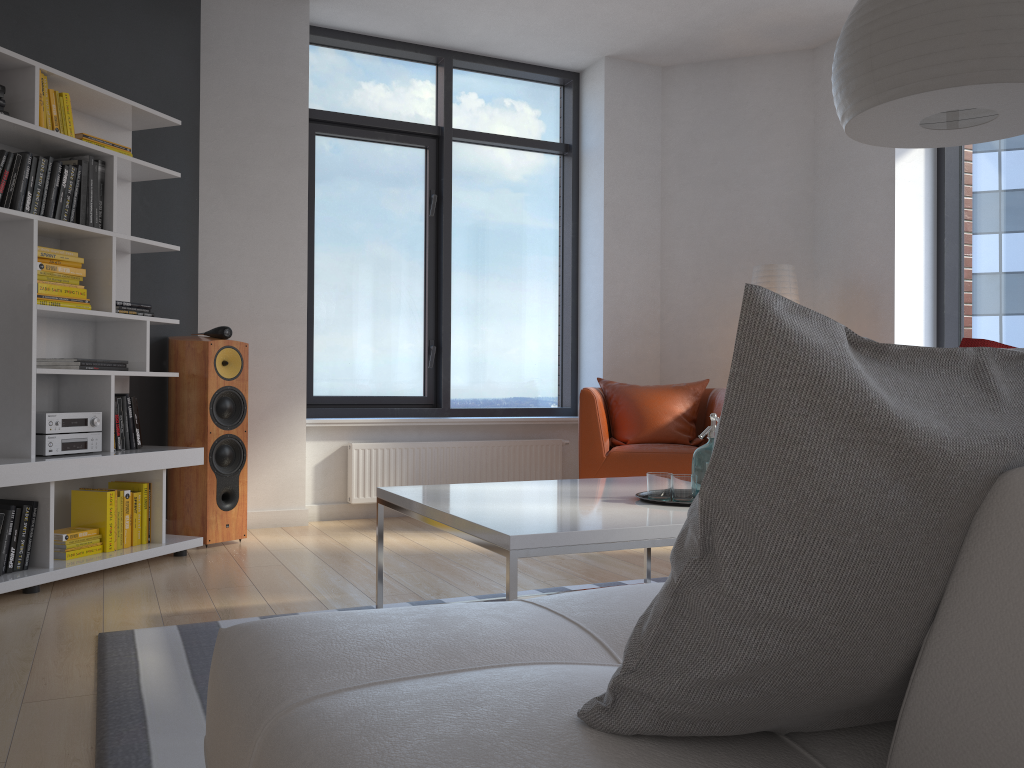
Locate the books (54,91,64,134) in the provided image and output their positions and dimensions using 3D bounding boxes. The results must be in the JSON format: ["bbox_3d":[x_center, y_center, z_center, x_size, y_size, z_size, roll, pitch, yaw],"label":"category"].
[{"bbox_3d":[-1.897,-1.100,3.627,0.128,0.178,0.044,0,0,20],"label":"books"}]

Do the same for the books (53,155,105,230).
[{"bbox_3d":[-1.901,-0.813,3.831,0.259,0.321,0.128,0,0,20],"label":"books"}]

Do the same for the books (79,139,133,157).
[{"bbox_3d":[-1.843,-1.022,3.900,0.194,0.028,0.257,0,0,25],"label":"books"}]

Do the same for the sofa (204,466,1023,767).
[{"bbox_3d":[1.043,0.432,2.143,3.424,0.732,2.614,1,0,-25],"label":"sofa"}]

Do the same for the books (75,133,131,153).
[{"bbox_3d":[-1.852,-1.048,3.900,0.203,0.024,0.257,0,0,23],"label":"books"}]

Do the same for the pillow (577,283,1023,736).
[{"bbox_3d":[1.243,0.157,1.699,2.953,0.453,0.647,1,-1,-37],"label":"pillow"}]

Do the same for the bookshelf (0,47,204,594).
[{"bbox_3d":[-2.178,-0.243,2.841,0.455,2.052,3.000,0,0,20],"label":"bookshelf"}]

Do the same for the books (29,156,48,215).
[{"bbox_3d":[-1.972,-0.786,3.565,0.191,0.249,0.084,0,0,20],"label":"books"}]

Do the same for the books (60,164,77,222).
[{"bbox_3d":[-1.920,-0.784,3.698,0.191,0.249,0.084,0,0,20],"label":"books"}]

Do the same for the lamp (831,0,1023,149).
[{"bbox_3d":[2.404,-0.517,2.023,3.199,2.647,0.710,0,0,11],"label":"lamp"}]

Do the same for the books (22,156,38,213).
[{"bbox_3d":[-1.981,-0.781,3.528,0.179,0.243,0.068,0,0,19],"label":"books"}]

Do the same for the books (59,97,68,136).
[{"bbox_3d":[-1.880,-1.090,3.640,0.108,0.161,0.046,0,0,19],"label":"books"}]

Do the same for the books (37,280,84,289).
[{"bbox_3d":[-1.962,-0.413,3.710,0.189,0.014,0.251,0,0,24],"label":"books"}]

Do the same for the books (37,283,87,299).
[{"bbox_3d":[-1.948,-0.384,3.707,0.189,0.042,0.243,0,0,20],"label":"books"}]

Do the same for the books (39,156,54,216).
[{"bbox_3d":[-1.961,-0.790,3.597,0.197,0.260,0.066,0,0,20],"label":"books"}]

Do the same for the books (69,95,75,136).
[{"bbox_3d":[-1.885,-1.103,3.692,0.142,0.184,0.044,0,0,21],"label":"books"}]

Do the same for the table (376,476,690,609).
[{"bbox_3d":[0.263,0.569,2.734,1.091,0.435,1.091,1,0,-25],"label":"table"}]

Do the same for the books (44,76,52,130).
[{"bbox_3d":[-1.942,-1.124,3.589,0.164,0.224,0.054,0,0,20],"label":"books"}]

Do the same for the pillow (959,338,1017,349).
[{"bbox_3d":[1.469,0.186,1.438,2.250,0.449,0.575,1,-1,-27],"label":"pillow"}]

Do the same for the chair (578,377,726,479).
[{"bbox_3d":[0.848,0.389,5.172,0.896,0.858,0.843,0,0,8],"label":"chair"}]

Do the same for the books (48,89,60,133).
[{"bbox_3d":[-1.911,-1.100,3.611,0.132,0.180,0.054,0,0,20],"label":"books"}]

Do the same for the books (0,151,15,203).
[{"bbox_3d":[-2.027,-0.778,3.422,0.187,0.234,0.096,0,0,21],"label":"books"}]

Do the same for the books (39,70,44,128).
[{"bbox_3d":[-1.935,-1.126,3.530,0.161,0.229,0.041,0,0,19],"label":"books"}]

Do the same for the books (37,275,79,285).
[{"bbox_3d":[-1.946,-0.430,3.694,0.145,0.023,0.217,0,0,25],"label":"books"}]

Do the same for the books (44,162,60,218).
[{"bbox_3d":[-1.927,-0.780,3.607,0.172,0.242,0.069,0,0,21],"label":"books"}]

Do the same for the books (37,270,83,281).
[{"bbox_3d":[-1.958,-0.450,3.712,0.171,0.019,0.239,0,0,20],"label":"books"}]

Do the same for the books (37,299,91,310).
[{"bbox_3d":[-1.935,-0.325,3.704,0.194,0.028,0.257,0,0,25],"label":"books"}]

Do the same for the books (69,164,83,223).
[{"bbox_3d":[-1.909,-0.789,3.730,0.197,0.260,0.066,0,0,20],"label":"books"}]

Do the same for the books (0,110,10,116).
[{"bbox_3d":[-2.081,-1.030,3.313,0.214,0.030,0.284,0,0,24],"label":"books"}]

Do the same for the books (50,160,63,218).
[{"bbox_3d":[-1.943,-0.787,3.638,0.192,0.254,0.075,0,0,19],"label":"books"}]

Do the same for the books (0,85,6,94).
[{"bbox_3d":[-2.087,-1.135,3.318,0.209,0.030,0.266,0,0,14],"label":"books"}]

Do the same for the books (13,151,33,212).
[{"bbox_3d":[-1.996,-0.788,3.505,0.192,0.254,0.075,0,0,19],"label":"books"}]

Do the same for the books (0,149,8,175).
[{"bbox_3d":[-2.034,-0.779,3.388,0.182,0.234,0.104,0,0,20],"label":"books"}]

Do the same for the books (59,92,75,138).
[{"bbox_3d":[-1.885,-1.102,3.667,0.141,0.184,0.064,0,0,21],"label":"books"}]

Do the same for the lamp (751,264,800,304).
[{"bbox_3d":[1.778,0.053,5.291,0.804,1.550,0.502,0,0,26],"label":"lamp"}]

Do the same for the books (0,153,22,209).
[{"bbox_3d":[-2.003,-0.778,3.446,0.169,0.233,0.081,0,0,19],"label":"books"}]

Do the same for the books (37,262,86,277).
[{"bbox_3d":[-1.952,-0.476,3.721,0.176,0.033,0.239,0,0,23],"label":"books"}]

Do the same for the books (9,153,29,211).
[{"bbox_3d":[-1.979,-0.781,3.474,0.172,0.242,0.069,0,0,21],"label":"books"}]

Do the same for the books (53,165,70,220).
[{"bbox_3d":[-1.922,-0.782,3.658,0.179,0.243,0.071,0,0,19],"label":"books"}]

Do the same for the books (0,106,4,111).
[{"bbox_3d":[-2.085,-1.055,3.313,0.189,0.020,0.264,0,0,19],"label":"books"}]

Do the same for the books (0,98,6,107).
[{"bbox_3d":[-2.102,-1.081,3.323,0.214,0.030,0.284,0,0,24],"label":"books"}]

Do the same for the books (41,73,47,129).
[{"bbox_3d":[-1.945,-1.124,3.558,0.163,0.224,0.041,0,0,19],"label":"books"}]

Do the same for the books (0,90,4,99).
[{"bbox_3d":[-2.075,-1.108,3.317,0.180,0.026,0.246,0,0,23],"label":"books"}]
